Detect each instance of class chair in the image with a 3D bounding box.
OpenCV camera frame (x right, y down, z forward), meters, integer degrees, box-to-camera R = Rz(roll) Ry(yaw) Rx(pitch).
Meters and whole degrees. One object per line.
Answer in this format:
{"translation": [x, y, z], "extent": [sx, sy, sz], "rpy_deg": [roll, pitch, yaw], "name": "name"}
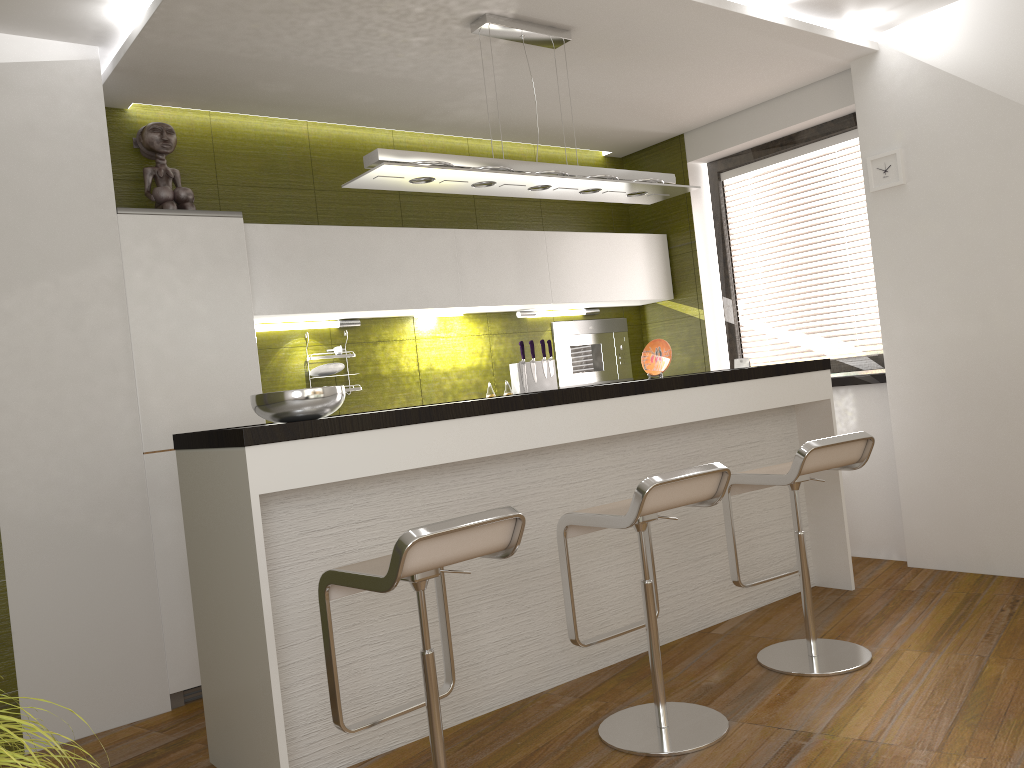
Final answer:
{"translation": [0.459, 0.700, 2.881], "extent": [0.418, 0.857, 0.460], "rpy_deg": [-6, 0, -37], "name": "chair"}
{"translation": [-0.208, 0.772, 2.364], "extent": [0.418, 0.857, 0.460], "rpy_deg": [-6, 0, -42], "name": "chair"}
{"translation": [1.125, 0.628, 3.399], "extent": [0.418, 0.857, 0.460], "rpy_deg": [-6, 0, -32], "name": "chair"}

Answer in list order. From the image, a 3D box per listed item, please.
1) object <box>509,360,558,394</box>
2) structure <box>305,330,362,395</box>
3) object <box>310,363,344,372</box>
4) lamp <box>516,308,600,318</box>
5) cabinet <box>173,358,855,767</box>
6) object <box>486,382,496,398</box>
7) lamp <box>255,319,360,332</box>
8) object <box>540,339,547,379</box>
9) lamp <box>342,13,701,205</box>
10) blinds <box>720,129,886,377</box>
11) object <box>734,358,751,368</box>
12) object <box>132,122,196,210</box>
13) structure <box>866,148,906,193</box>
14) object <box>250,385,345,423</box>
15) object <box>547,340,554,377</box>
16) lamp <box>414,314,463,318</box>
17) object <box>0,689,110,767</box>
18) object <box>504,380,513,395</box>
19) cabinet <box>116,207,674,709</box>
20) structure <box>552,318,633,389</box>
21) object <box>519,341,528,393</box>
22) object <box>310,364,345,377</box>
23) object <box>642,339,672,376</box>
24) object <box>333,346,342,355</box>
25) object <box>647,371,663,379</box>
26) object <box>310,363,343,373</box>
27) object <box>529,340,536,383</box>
{"translation": [0.135, -0.022, 5.393], "extent": [0.293, 0.227, 0.107], "rpy_deg": [-6, 0, -37], "name": "object"}
{"translation": [-0.941, -0.110, 4.648], "extent": [0.266, 0.346, 0.110], "rpy_deg": [-6, 0, -38], "name": "structure"}
{"translation": [-0.958, -0.075, 4.592], "extent": [0.181, 0.052, 0.173], "rpy_deg": [-6, 0, -38], "name": "object"}
{"translation": [0.304, -0.452, 5.642], "extent": [0.716, 0.041, 0.095], "rpy_deg": [-6, 0, -38], "name": "lamp"}
{"translation": [0.254, 0.588, 3.690], "extent": [2.947, 1.134, 0.663], "rpy_deg": [-6, 0, -38], "name": "cabinet"}
{"translation": [-0.126, 0.048, 5.177], "extent": [0.059, 0.121, 0.059], "rpy_deg": [-6, 0, 8], "name": "object"}
{"translation": [-1.112, -0.299, 4.583], "extent": [0.715, 0.041, 0.041], "rpy_deg": [-6, 0, -38], "name": "lamp"}
{"translation": [0.194, -0.151, 5.399], "extent": [0.036, 0.243, 0.013], "rpy_deg": [-6, 0, -37], "name": "object"}
{"translation": [0.079, -1.161, 3.731], "extent": [1.677, 0.683, 0.326], "rpy_deg": [-6, 0, -38], "name": "lamp"}
{"translation": [2.042, -3.315, 9.440], "extent": [16.000, 12.704, 9.030], "rpy_deg": [-6, 0, 2], "name": "blinds"}
{"translation": [1.441, -0.075, 5.531], "extent": [0.057, 0.169, 0.106], "rpy_deg": [-6, 0, -43], "name": "object"}
{"translation": [-1.592, -0.979, 4.078], "extent": [0.195, 0.488, 0.304], "rpy_deg": [-6, 0, -40], "name": "object"}
{"translation": [1.915, -1.092, 4.543], "extent": [0.026, 0.180, 0.180], "rpy_deg": [-6, 0, -38], "name": "structure"}
{"translation": [-0.719, 0.074, 3.001], "extent": [0.311, 0.105, 0.311], "rpy_deg": [-6, 0, -25], "name": "object"}
{"translation": [0.234, -0.157, 5.430], "extent": [0.040, 0.231, 0.013], "rpy_deg": [-6, 0, -38], "name": "object"}
{"translation": [-0.422, -0.392, 5.137], "extent": [0.334, 0.008, 0.008], "rpy_deg": [-6, 0, -38], "name": "lamp"}
{"translation": [-0.831, 0.813, 1.185], "extent": [0.585, 0.904, 0.606], "rpy_deg": [-7, 0, 21], "name": "object"}
{"translation": [-0.025, 0.037, 5.271], "extent": [0.059, 0.121, 0.059], "rpy_deg": [-6, 0, 19], "name": "object"}
{"translation": [-0.367, 0.184, 4.996], "extent": [3.471, 2.089, 0.724], "rpy_deg": [-6, 0, -38], "name": "cabinet"}
{"translation": [0.544, -0.188, 5.846], "extent": [0.663, 0.469, 0.015], "rpy_deg": [-6, 0, -38], "name": "structure"}
{"translation": [0.067, -0.089, 5.296], "extent": [0.046, 0.339, 0.013], "rpy_deg": [-6, 0, -37], "name": "object"}
{"translation": [-0.956, -0.070, 4.590], "extent": [0.181, 0.052, 0.173], "rpy_deg": [-6, 0, -38], "name": "object"}
{"translation": [0.703, -0.131, 4.314], "extent": [0.055, 0.178, 0.184], "rpy_deg": [-6, 0, -41], "name": "object"}
{"translation": [-0.919, -0.174, 4.683], "extent": [0.046, 0.053, 0.051], "rpy_deg": [-6, 0, -6], "name": "object"}
{"translation": [0.708, -0.093, 4.313], "extent": [0.072, 0.131, 0.088], "rpy_deg": [-6, 0, -43], "name": "object"}
{"translation": [-0.957, -0.072, 4.591], "extent": [0.181, 0.052, 0.173], "rpy_deg": [-6, 0, -38], "name": "object"}
{"translation": [0.125, -0.133, 5.345], "extent": [0.042, 0.264, 0.013], "rpy_deg": [-6, 0, -37], "name": "object"}
